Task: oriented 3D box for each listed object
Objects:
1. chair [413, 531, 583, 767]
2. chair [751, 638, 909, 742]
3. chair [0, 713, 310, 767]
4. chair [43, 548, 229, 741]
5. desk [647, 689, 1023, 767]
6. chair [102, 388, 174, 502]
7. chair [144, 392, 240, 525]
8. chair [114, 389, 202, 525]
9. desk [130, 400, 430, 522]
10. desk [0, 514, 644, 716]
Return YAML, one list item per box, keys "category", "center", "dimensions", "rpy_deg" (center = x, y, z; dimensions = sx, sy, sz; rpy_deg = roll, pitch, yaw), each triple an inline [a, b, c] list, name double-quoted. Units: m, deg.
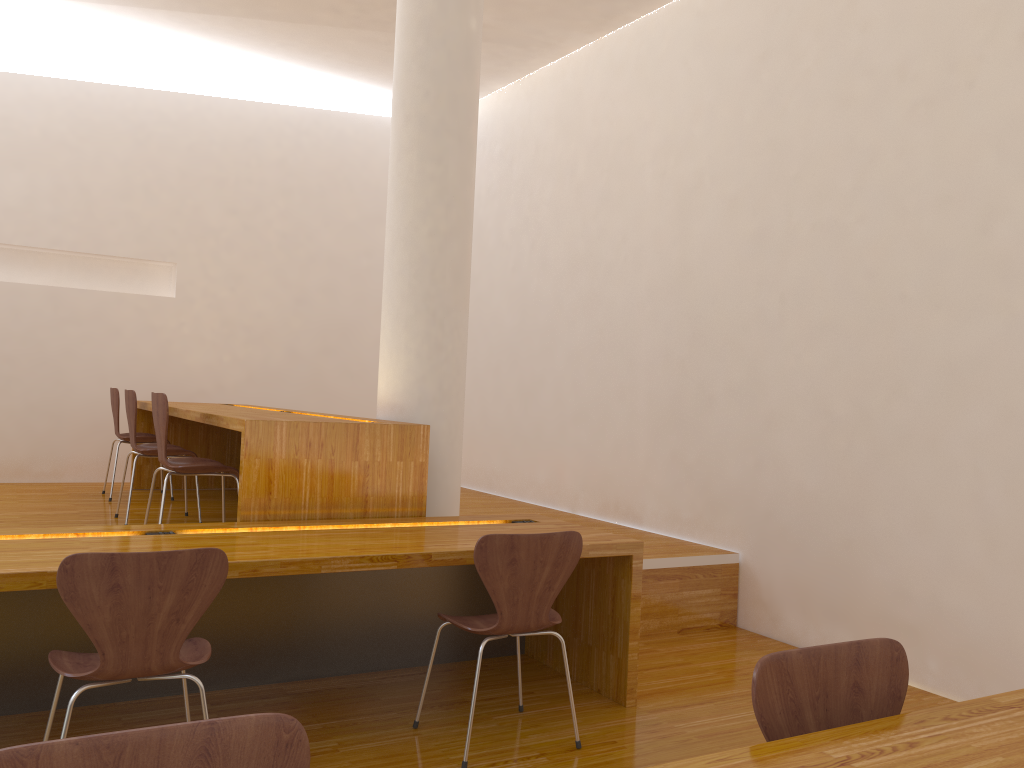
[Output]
- category: "chair"
  center: [-0.038, 0.804, 2.892]
  dimensions: [0.428, 0.693, 0.381]
  rpy_deg: [3, -1, -30]
- category: "chair"
  center: [0.630, 0.807, 1.401]
  dimensions: [0.428, 0.693, 0.381]
  rpy_deg: [3, -1, -30]
- category: "chair"
  center: [-0.357, 0.751, 0.876]
  dimensions: [0.428, 0.693, 0.381]
  rpy_deg: [3, -1, -30]
- category: "chair"
  center: [-0.987, 0.748, 2.301]
  dimensions: [0.428, 0.693, 0.381]
  rpy_deg: [3, -1, -30]
- category: "desk"
  center: [0.055, 0.965, 0.410]
  dimensions: [3.236, 0.918, 1.285]
  rpy_deg: [3, -1, -30]
- category: "chair"
  center: [-2.380, 0.379, 5.678]
  dimensions: [0.381, 0.693, 0.428]
  rpy_deg: [3, -1, -30]
- category: "chair"
  center: [-1.371, 0.391, 3.847]
  dimensions: [0.381, 0.693, 0.428]
  rpy_deg: [3, -1, -30]
- category: "chair"
  center: [-1.855, 0.384, 4.689]
  dimensions: [0.381, 0.693, 0.428]
  rpy_deg: [3, -1, -30]
- category: "desk"
  center: [-1.477, 0.444, 4.879]
  dimensions: [0.760, 0.606, 3.185]
  rpy_deg: [3, -1, -30]
- category: "desk"
  center: [-1.094, 0.801, 2.802]
  dimensions: [3.185, 0.606, 0.760]
  rpy_deg: [3, -1, -30]
